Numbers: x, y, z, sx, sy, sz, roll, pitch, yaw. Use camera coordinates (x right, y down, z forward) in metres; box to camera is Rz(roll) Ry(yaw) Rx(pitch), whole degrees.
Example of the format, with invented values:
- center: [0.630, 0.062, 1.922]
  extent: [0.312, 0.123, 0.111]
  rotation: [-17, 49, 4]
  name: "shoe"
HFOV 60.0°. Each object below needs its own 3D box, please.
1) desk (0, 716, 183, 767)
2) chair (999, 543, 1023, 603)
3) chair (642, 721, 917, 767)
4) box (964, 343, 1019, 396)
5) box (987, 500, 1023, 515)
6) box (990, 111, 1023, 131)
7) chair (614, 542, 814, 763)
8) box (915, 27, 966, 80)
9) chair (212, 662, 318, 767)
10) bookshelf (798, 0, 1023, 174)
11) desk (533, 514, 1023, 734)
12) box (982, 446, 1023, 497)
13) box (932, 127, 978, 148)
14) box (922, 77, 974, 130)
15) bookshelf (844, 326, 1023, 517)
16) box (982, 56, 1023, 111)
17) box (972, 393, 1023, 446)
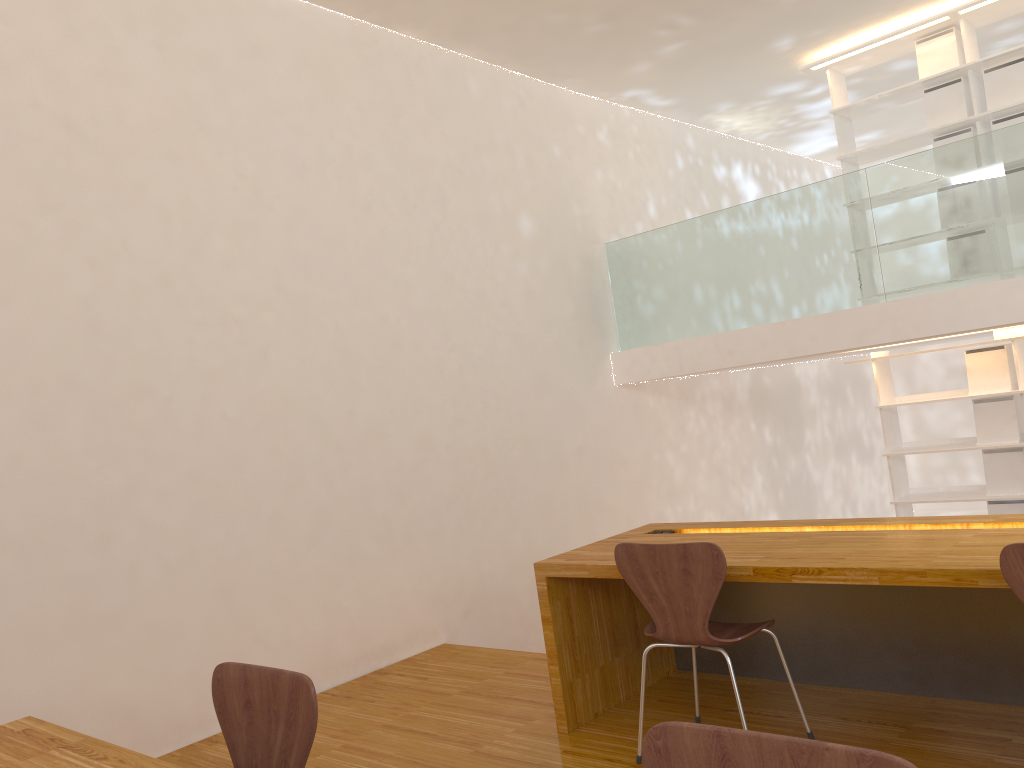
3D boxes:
- center: [-0.177, 0.902, 0.722]
  extent: [3.185, 0.606, 0.760]
  rotation: [-10, -3, 42]
  name: "desk"
- center: [1.413, 0.669, 2.016]
  extent: [0.428, 0.693, 0.381]
  rotation: [-10, -3, 42]
  name: "chair"
- center: [0.259, 0.800, 0.978]
  extent: [0.428, 0.693, 0.381]
  rotation: [-10, -3, 42]
  name: "chair"
- center: [3.109, -0.097, 5.753]
  extent: [0.245, 0.296, 0.274]
  rotation: [-10, -3, 42]
  name: "box"
- center: [3.241, 0.880, 5.728]
  extent: [0.245, 0.296, 0.274]
  rotation: [-10, -3, 42]
  name: "box"
- center: [3.175, -1.532, 5.557]
  extent: [0.245, 0.296, 0.274]
  rotation: [-10, -3, 42]
  name: "box"
- center: [0.620, 0.808, 2.794]
  extent: [0.428, 0.693, 0.381]
  rotation: [-10, -3, 42]
  name: "chair"
- center: [2.818, -2.136, 5.821]
  extent: [0.245, 0.296, 0.274]
  rotation: [-10, -3, 42]
  name: "box"
- center: [-0.585, 0.944, 1.699]
  extent: [0.428, 0.693, 0.381]
  rotation: [-10, -3, 42]
  name: "chair"
- center: [3.360, -1.552, 5.296]
  extent: [2.984, 1.836, 0.498]
  rotation: [-10, -3, 42]
  name: "bookshelf"
- center: [1.751, 0.845, 2.553]
  extent: [3.236, 0.918, 1.285]
  rotation: [-10, -3, 42]
  name: "desk"
- center: [3.209, 0.552, 5.725]
  extent: [0.245, 0.296, 0.274]
  rotation: [-10, -3, 42]
  name: "box"
- center: [2.918, -1.487, 5.793]
  extent: [0.245, 0.296, 0.274]
  rotation: [-10, -3, 42]
  name: "box"
- center: [2.864, -1.811, 5.810]
  extent: [0.245, 0.296, 0.274]
  rotation: [-10, -3, 42]
  name: "box"
- center: [3.651, 0.487, 5.228]
  extent: [2.984, 1.836, 0.498]
  rotation: [-10, -3, 42]
  name: "bookshelf"
- center: [3.129, -1.856, 5.568]
  extent: [0.245, 0.296, 0.274]
  rotation: [-10, -3, 42]
  name: "box"
- center: [3.156, 0.228, 5.743]
  extent: [0.245, 0.296, 0.274]
  rotation: [-10, -3, 42]
  name: "box"
